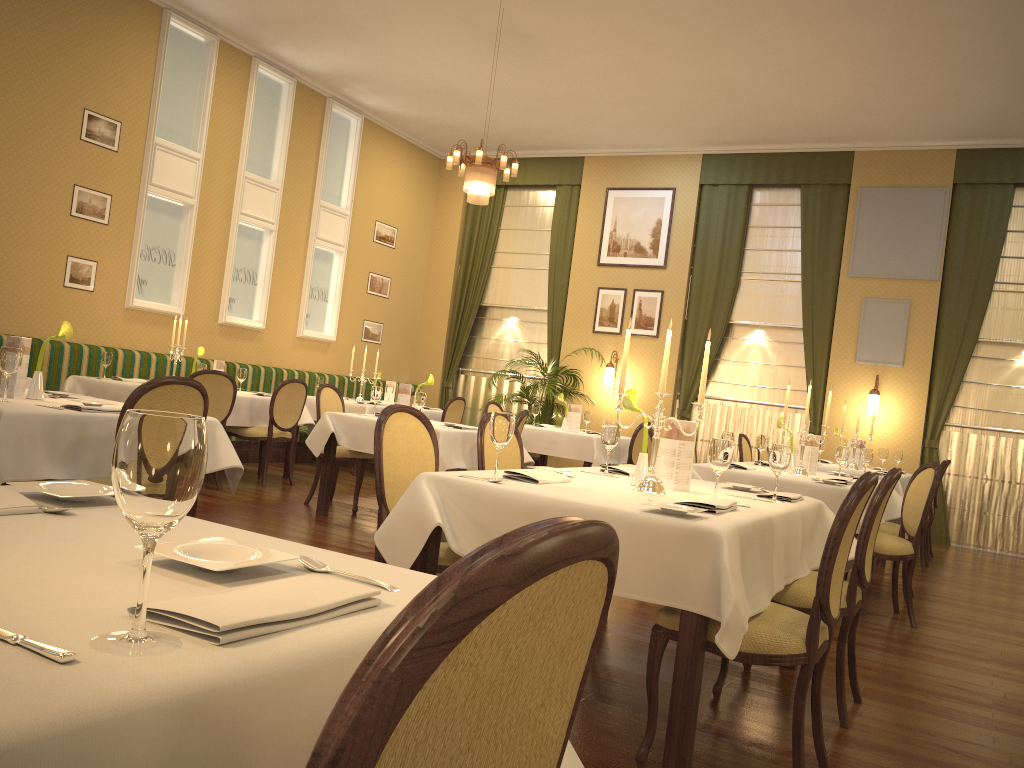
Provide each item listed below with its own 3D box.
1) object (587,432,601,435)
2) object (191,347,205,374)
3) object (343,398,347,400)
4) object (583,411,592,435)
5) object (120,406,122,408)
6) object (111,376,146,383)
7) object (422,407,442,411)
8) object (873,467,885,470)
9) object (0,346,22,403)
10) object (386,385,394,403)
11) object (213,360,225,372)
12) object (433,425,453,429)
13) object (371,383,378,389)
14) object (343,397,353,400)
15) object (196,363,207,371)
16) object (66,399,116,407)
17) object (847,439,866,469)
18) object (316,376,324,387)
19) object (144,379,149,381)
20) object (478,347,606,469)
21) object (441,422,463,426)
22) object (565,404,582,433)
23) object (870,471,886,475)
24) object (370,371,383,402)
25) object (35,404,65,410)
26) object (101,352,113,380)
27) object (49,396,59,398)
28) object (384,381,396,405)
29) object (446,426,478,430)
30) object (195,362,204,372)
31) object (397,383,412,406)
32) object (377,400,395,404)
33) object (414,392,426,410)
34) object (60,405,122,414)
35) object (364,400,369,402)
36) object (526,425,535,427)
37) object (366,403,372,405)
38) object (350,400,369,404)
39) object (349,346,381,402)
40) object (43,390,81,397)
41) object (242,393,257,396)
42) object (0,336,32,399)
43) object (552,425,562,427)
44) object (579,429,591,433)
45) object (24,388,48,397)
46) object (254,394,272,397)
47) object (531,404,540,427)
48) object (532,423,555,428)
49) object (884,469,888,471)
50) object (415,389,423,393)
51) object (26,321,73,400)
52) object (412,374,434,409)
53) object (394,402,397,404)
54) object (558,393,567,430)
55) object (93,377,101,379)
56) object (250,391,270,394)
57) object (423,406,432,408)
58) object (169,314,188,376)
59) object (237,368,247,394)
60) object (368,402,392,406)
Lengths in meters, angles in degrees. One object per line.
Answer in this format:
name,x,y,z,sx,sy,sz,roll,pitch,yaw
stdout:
object,0.873,0.504,8.977,0.142,0.024,0.273,7,-1,28
object,-2.800,-0.147,7.855,0.076,0.375,0.163,8,-1,-40
object,-1.991,0.155,9.951,0.142,0.033,0.273,7,-1,28
object,0.730,0.377,8.653,0.088,0.229,0.088,7,-1,-14
object,-1.725,0.120,4.044,0.181,0.015,0.038,7,-1,30
object,-3.257,-0.033,7.575,0.142,0.033,0.273,7,-1,28
object,-0.961,0.295,10.508,0.142,0.024,0.273,7,-1,28
object,3.664,0.850,8.879,0.160,0.024,0.160,7,-1,28
object,-2.094,-0.038,3.686,0.088,0.229,0.088,7,-1,-14
object,-1.369,0.130,9.876,0.088,0.229,0.088,7,-1,-14
object,-2.651,-0.076,8.008,0.081,0.277,0.166,7,-1,-10
object,-0.502,0.305,6.368,0.185,0.010,0.017,7,-1,28
object,-1.663,0.103,10.649,0.088,0.229,0.088,7,-1,-14
object,-1.925,0.170,10.258,0.160,0.024,0.160,7,-1,28
object,-2.635,-0.058,7.499,0.088,0.229,0.088,7,-1,-14
object,-1.895,0.095,4.008,0.160,0.024,0.160,7,-1,28
object,3.291,0.672,8.450,0.166,0.277,0.081,7,-1,0
object,-2.126,0.035,9.788,0.088,0.229,0.088,7,-1,-14
object,-3.191,-0.018,7.881,0.160,0.024,0.160,7,-1,28
object,0.385,0.345,11.471,1.496,1.807,1.552,7,-1,9
object,-0.470,0.306,6.686,0.160,0.024,0.160,7,-1,28
object,0.600,0.342,8.920,0.166,0.277,0.081,7,-1,35
object,3.135,0.768,7.606,0.160,0.024,0.160,7,-1,28
object,-1.576,0.036,10.294,0.076,0.375,0.163,7,-1,15
object,-1.927,0.093,3.691,0.185,0.010,0.017,7,-1,28
object,-3.392,-0.153,7.411,0.088,0.229,0.088,7,-1,-14
object,-2.271,0.056,4.329,0.181,0.015,0.038,7,-1,30
object,-1.444,0.104,10.300,0.166,0.277,0.081,6,-1,45
object,-0.354,0.320,6.504,0.142,0.024,0.273,7,-1,28
object,-2.928,-0.085,8.272,0.088,0.229,0.088,7,-1,-20
object,-0.823,0.136,6.677,0.081,0.277,0.166,7,-1,-15
object,-1.569,0.219,10.823,0.142,0.033,0.273,7,-1,28
object,-0.668,0.173,6.363,0.088,0.229,0.088,7,-1,-20
object,-1.780,0.108,3.826,0.142,0.024,0.273,7,-1,28
object,-1.708,0.207,10.570,0.185,0.010,0.017,7,-1,30
object,0.190,0.424,8.990,0.185,0.010,0.017,7,-1,30
object,-1.575,0.209,9.578,0.181,0.015,0.038,7,-1,30
object,-1.606,0.199,9.418,0.160,0.024,0.160,7,-1,28
object,-1.677,-0.117,9.985,0.390,0.655,0.131,7,-1,34
object,-2.262,0.054,4.441,0.160,0.024,0.160,7,-1,28
object,-2.374,0.091,7.996,0.185,0.010,0.017,7,-1,28
object,-2.249,-0.076,3.999,0.081,0.277,0.166,7,-1,-15
object,0.429,0.454,9.495,0.160,0.024,0.160,7,-1,28
object,0.780,0.495,9.288,0.160,0.024,0.160,7,-1,28
object,-2.362,0.036,4.190,0.142,0.033,0.273,7,-1,28
object,-2.227,0.107,8.131,0.142,0.024,0.273,7,-1,28
object,0.235,0.321,9.069,0.088,0.229,0.088,7,-1,-14
object,0.329,0.436,9.243,0.142,0.033,0.273,7,-1,28
object,3.834,0.876,8.914,0.181,0.015,0.038,7,-1,30
object,-1.088,0.170,10.259,0.088,0.229,0.088,7,-1,-14
object,-2.116,-0.110,4.055,0.163,0.375,0.076,7,-1,5
object,-0.691,0.102,6.733,0.163,0.375,0.076,7,-1,5
object,-1.469,0.237,11.075,0.160,0.024,0.160,7,-1,28
object,0.530,0.285,9.128,0.076,0.375,0.163,8,-1,-40
object,-3.451,-0.054,7.334,0.181,0.015,0.038,7,-1,30
object,-2.342,0.093,8.313,0.160,0.024,0.160,7,-1,28
object,-1.076,0.281,10.690,0.160,0.024,0.160,7,-1,28
object,-2.899,-0.299,7.674,0.390,0.655,0.131,6,-1,43
object,-2.420,-0.026,7.923,0.088,0.229,0.088,7,-1,-14
object,-1.451,0.219,9.697,0.142,0.033,0.273,7,-1,28
